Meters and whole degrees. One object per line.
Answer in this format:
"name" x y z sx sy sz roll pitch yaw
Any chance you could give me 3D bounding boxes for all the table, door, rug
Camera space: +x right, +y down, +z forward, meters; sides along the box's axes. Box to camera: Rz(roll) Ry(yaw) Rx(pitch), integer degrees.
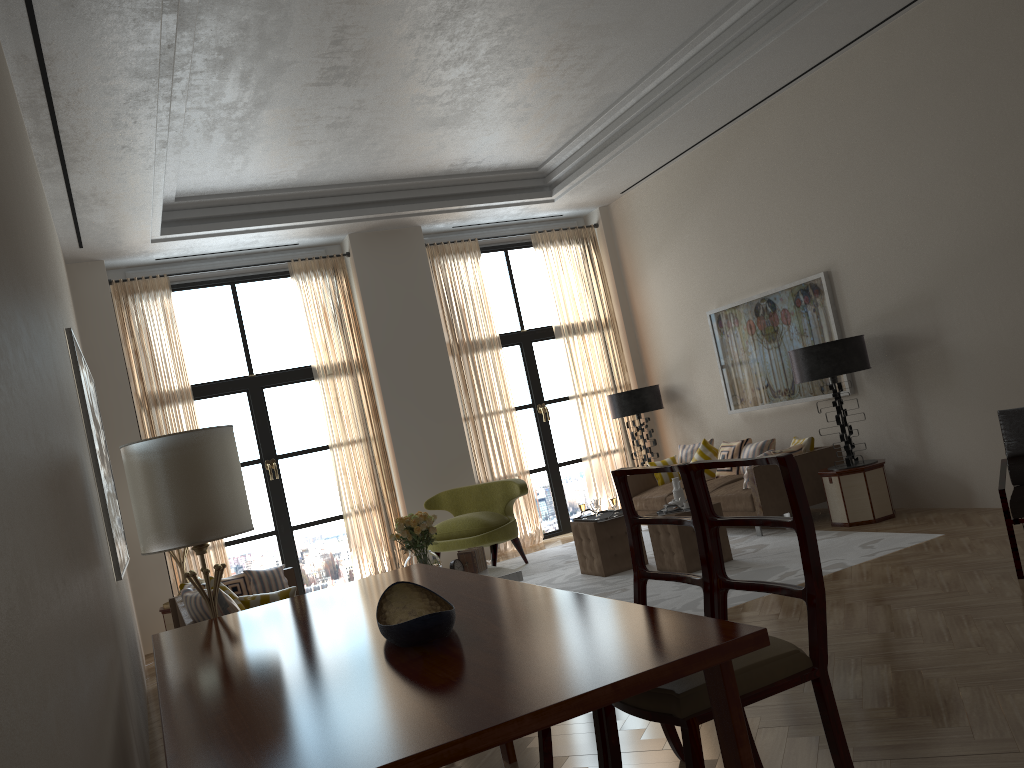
"table" -0.622 1.682 4.196 1.796 1.026 3.812 -11 -3 -24
"door" 0.402 0.070 14.252 3.079 4.764 0.240 -11 -2 -24
"door" -3.455 0.807 12.534 3.251 4.764 0.240 -11 -2 -24
"table" -0.865 2.358 9.670 1.580 0.343 1.505 -11 -3 -24
"rug" 0.454 2.221 9.798 5.506 0.065 5.748 -11 -3 -24

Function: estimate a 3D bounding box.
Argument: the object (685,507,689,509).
"object" 1.833 1.273 9.128 0.186 0.015 0.041 -10 -4 -37

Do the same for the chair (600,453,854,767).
"chair" 0.753 1.095 3.449 0.876 1.504 0.658 -11 -2 -24

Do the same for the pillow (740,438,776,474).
"pillow" 3.210 1.039 11.656 0.370 0.565 0.661 -11 -2 -28

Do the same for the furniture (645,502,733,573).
"furniture" 1.862 1.616 9.350 0.612 0.616 0.615 -11 -2 -24

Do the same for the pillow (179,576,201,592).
"pillow" -3.246 2.263 9.286 0.296 0.475 0.516 -12 -2 -3

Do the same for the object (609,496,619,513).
"object" 1.183 1.391 10.207 0.098 0.191 0.098 -12 -2 2

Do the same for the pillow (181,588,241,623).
"pillow" -2.401 1.923 7.256 0.354 0.576 0.626 -10 -3 -45

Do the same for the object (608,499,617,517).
"object" 1.141 1.383 9.882 0.098 0.191 0.098 -11 -2 -24

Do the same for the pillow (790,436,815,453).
"pillow" 3.531 0.893 10.858 0.296 0.475 0.516 -12 -2 -3

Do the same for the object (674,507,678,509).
"object" 1.701 1.291 9.217 0.052 0.027 0.080 -13 -3 23

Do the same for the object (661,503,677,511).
"object" 1.643 1.286 9.252 0.176 0.067 0.175 -15 -4 42

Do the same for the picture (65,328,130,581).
"picture" -3.815 0.738 8.269 0.045 1.997 3.070 -12 -2 -23

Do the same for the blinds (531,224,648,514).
"blinds" 1.337 -0.133 14.425 1.239 4.871 0.419 -12 -1 -22

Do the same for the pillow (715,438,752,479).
"pillow" 2.995 1.037 11.983 0.403 0.547 0.619 -11 -2 -21

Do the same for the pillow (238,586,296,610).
"pillow" -1.974 1.896 7.276 0.482 0.432 0.318 -12 -2 -14

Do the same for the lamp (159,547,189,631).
"lamp" -3.938 2.082 10.529 0.770 2.253 0.766 -13 -2 29

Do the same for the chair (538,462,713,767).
"chair" 0.492 1.182 4.037 0.876 1.504 0.658 -11 -2 -24

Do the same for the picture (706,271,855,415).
"picture" 3.387 -0.451 11.457 0.080 1.479 2.273 -11 -2 -25

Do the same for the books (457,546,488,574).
"books" -0.442 1.970 9.886 0.211 0.264 0.281 -13 -2 26

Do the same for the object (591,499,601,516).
"object" 0.978 1.439 10.278 0.098 0.191 0.098 -11 -2 -24

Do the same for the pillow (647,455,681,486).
"pillow" 2.264 1.279 12.867 0.482 0.432 0.318 -12 -2 -14

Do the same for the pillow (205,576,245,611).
"pillow" -2.488 1.945 7.652 0.768 0.616 0.355 -13 -2 20

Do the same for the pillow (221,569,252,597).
"pillow" -2.973 2.248 9.499 0.463 0.411 0.304 -11 -2 -25

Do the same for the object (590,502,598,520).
"object" 0.938 1.431 9.962 0.098 0.191 0.098 -12 -2 2

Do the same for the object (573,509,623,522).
"object" 1.032 1.480 10.138 0.490 0.092 0.804 -11 -3 -24

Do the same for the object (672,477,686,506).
"object" 1.791 1.163 9.557 0.113 0.305 0.125 -12 -2 13

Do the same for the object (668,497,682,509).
"object" 1.725 1.271 9.420 0.175 0.105 0.136 -11 -3 -27

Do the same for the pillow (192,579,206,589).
"pillow" -2.722 2.062 8.162 0.403 0.547 0.619 -11 -2 -21

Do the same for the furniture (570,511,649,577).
"furniture" 1.108 1.818 10.135 0.612 0.616 0.615 -11 -2 -24

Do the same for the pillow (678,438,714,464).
"pillow" 2.665 1.131 12.889 0.354 0.576 0.626 -10 -3 -45

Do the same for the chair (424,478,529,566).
"chair" -0.543 1.989 11.800 1.796 1.212 1.027 -14 -3 34

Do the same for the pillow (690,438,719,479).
"pillow" 2.745 1.077 12.494 0.768 0.616 0.355 -13 -2 20

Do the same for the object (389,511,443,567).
"object" -0.980 1.798 9.621 0.538 0.821 0.629 -11 -2 -28

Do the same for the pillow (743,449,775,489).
"pillow" 2.929 1.034 10.529 0.496 0.428 0.328 -10 -2 -36

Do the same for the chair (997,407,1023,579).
"chair" 4.152 0.717 6.603 0.879 1.134 1.132 -13 -2 31

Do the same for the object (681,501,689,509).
"object" 1.823 1.256 9.195 0.175 0.067 0.176 -11 -3 -22

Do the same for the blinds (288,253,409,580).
"blinds" -2.322 0.566 12.795 0.872 4.871 0.419 -12 -1 -21

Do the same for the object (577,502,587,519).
"object" 0.826 1.472 10.289 0.098 0.191 0.098 -11 -2 -41

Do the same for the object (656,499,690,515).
"object" 1.814 1.261 9.367 0.442 0.101 0.719 -14 -3 30

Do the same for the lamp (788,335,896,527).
"lamp" 3.729 0.528 9.929 0.828 2.017 0.832 -11 -2 -23

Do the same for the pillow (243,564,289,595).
"pillow" -2.632 2.178 9.613 0.496 0.428 0.328 -10 -2 -36

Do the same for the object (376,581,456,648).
"object" -0.429 1.014 3.908 0.330 0.164 1.086 -11 -3 -13

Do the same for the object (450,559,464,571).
"object" -0.599 2.021 9.699 0.082 0.209 0.204 -13 -2 27

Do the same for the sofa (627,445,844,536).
"sofa" 2.845 1.433 11.731 1.348 0.819 2.988 -11 -3 -24

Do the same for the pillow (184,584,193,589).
"pillow" -2.909 2.185 8.485 0.370 0.565 0.661 -11 -2 -28

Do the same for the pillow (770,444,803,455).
"pillow" 3.272 0.969 10.642 0.463 0.411 0.304 -11 -2 -25

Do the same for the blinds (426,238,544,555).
"blinds" -0.439 0.206 13.636 0.958 4.871 0.420 -12 -1 -22

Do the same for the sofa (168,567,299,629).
"sofa" -2.417 2.387 8.397 1.348 0.819 2.988 -11 -3 -24

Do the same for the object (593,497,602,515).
"object" 1.019 1.437 10.415 0.098 0.191 0.098 -13 -2 23

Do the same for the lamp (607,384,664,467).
"lamp" 2.098 1.080 13.807 0.828 2.017 0.832 -12 -2 -19

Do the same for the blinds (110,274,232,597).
"blinds" -4.470 0.982 11.837 0.779 4.883 0.420 -12 -1 -21

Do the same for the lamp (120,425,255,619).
"lamp" -2.134 1.472 6.257 0.770 2.253 0.766 -13 -2 32
